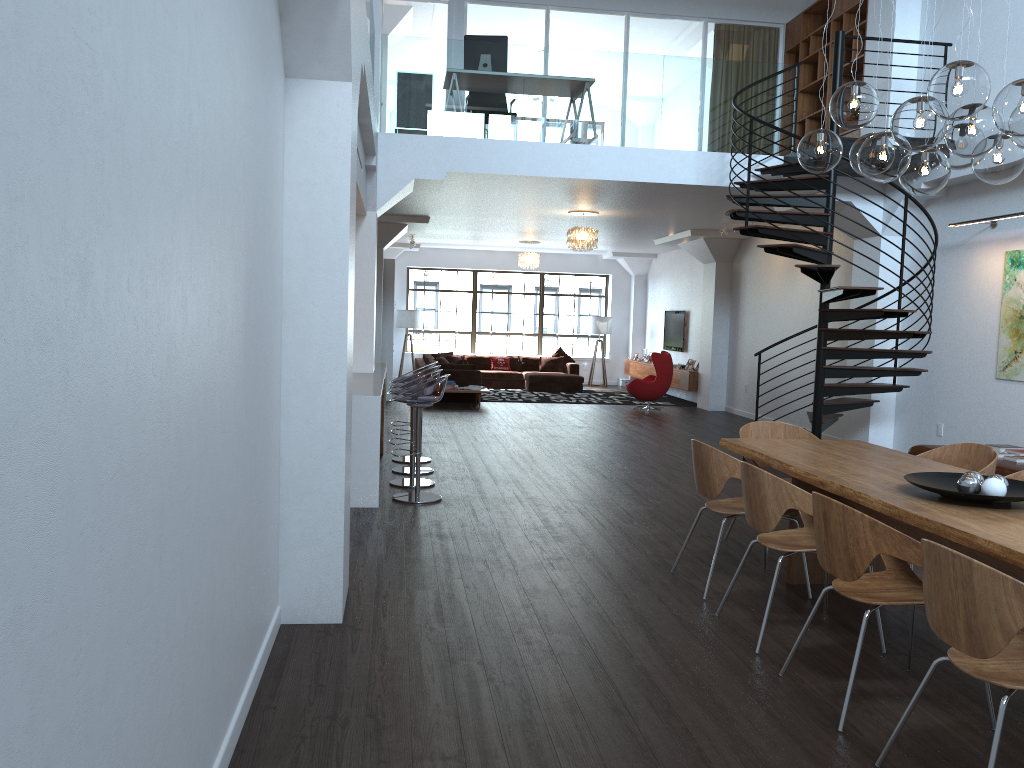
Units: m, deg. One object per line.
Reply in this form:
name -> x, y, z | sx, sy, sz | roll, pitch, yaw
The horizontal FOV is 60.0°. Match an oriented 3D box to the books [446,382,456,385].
books -> -1.104, -0.006, 15.193 | 0.279, 0.035, 0.191 | 2, 4, 2

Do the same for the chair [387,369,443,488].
chair -> -0.863, 0.372, 7.782 | 0.481, 1.014, 0.530 | 1, 4, -10

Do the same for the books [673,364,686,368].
books -> 3.295, -0.343, 17.282 | 0.250, 0.053, 0.400 | 1, 4, -8

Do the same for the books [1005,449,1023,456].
books -> 4.425, 0.595, 7.607 | 0.283, 0.043, 0.197 | 1, 4, -8

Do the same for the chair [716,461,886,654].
chair -> 1.395, 0.799, 4.299 | 0.618, 0.833, 0.629 | 1, 4, -8

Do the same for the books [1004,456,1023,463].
books -> 4.188, 0.616, 7.269 | 0.224, 0.032, 0.161 | 1, 4, -8

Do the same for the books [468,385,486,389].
books -> -0.609, 0.047, 15.189 | 0.256, 0.035, 0.350 | 3, 4, 18

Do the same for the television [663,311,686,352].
television -> 3.288, -1.081, 18.006 | 0.013, 0.816, 1.324 | 1, 4, -8

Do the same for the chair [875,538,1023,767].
chair -> 1.593, 0.919, 2.785 | 0.618, 0.833, 0.629 | 1, 4, -8

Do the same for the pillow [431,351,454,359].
pillow -> -1.429, -0.486, 18.972 | 0.580, 0.418, 0.334 | -1, 5, -34

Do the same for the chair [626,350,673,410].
chair -> 2.383, -0.082, 15.363 | 0.801, 1.006, 0.798 | 3, 4, 18

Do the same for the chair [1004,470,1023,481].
chair -> 2.579, 0.826, 4.463 | 0.618, 0.833, 0.629 | 1, 4, -6

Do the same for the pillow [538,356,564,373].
pillow -> 0.844, -0.430, 19.198 | 0.542, 0.362, 0.248 | 3, 4, 13

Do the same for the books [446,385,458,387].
books -> -1.100, 0.030, 15.192 | 0.312, 0.037, 0.216 | 1, 4, -18

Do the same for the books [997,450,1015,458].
books -> 4.096, 0.593, 7.523 | 0.247, 0.040, 0.185 | 2, 4, -4

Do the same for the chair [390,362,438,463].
chair -> -1.011, 0.273, 9.037 | 0.481, 1.014, 0.530 | 1, 4, -6

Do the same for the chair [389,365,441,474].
chair -> -0.929, 0.322, 8.414 | 0.481, 1.014, 0.530 | 1, 4, -10

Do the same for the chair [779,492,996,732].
chair -> 1.494, 0.859, 3.544 | 0.618, 0.833, 0.629 | 1, 4, -8

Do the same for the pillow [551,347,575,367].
pillow -> 1.029, -0.520, 19.382 | 0.651, 0.587, 0.335 | 0, 5, -29

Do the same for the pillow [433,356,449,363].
pillow -> -1.341, -0.346, 17.357 | 0.325, 0.391, 0.625 | 3, 4, 9

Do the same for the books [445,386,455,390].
books -> -1.118, 0.061, 14.785 | 0.236, 0.035, 0.340 | 3, 4, 17

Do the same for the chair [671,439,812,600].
chair -> 1.311, 0.739, 5.073 | 0.618, 0.833, 0.629 | 1, 4, -9

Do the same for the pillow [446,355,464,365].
pillow -> -1.228, -0.456, 18.903 | 0.489, 0.337, 0.238 | -1, 5, -38

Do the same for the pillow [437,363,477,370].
pillow -> -0.978, -0.191, 15.703 | 0.750, 0.364, 0.289 | 1, 4, -8

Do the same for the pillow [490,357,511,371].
pillow -> -0.246, -0.429, 19.177 | 0.465, 0.308, 0.220 | 1, 4, -11

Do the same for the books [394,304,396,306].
books -> -2.699, -1.723, 19.277 | 0.284, 0.035, 0.197 | 4, 5, 22

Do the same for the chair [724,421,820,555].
chair -> 1.812, 0.694, 5.895 | 0.629, 0.833, 0.618 | 1, 4, -13

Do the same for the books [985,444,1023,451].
books -> 4.402, 0.573, 7.926 | 0.254, 0.044, 0.183 | 1, 4, -13

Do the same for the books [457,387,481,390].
books -> -0.718, 0.069, 14.829 | 0.342, 0.040, 0.231 | 5, 5, 32

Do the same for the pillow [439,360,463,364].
pillow -> -1.049, -0.254, 15.957 | 0.559, 0.411, 0.269 | 5, 5, 38

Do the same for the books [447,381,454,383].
books -> -1.098, -0.037, 15.189 | 0.224, 0.027, 0.157 | 2, 4, -3
